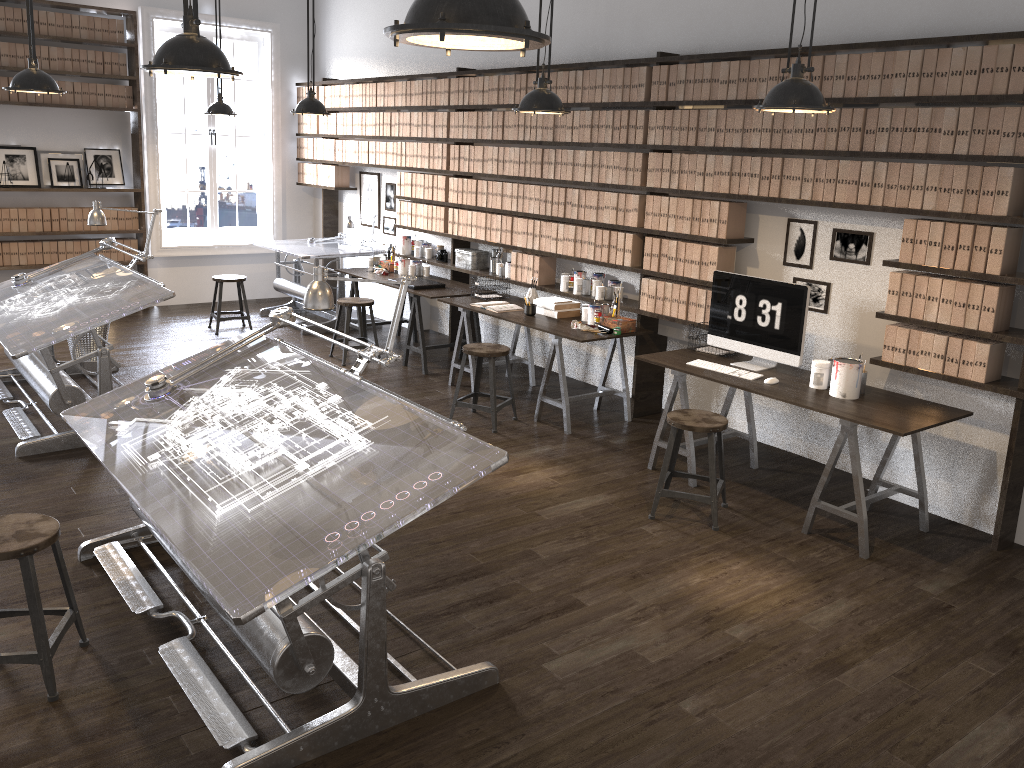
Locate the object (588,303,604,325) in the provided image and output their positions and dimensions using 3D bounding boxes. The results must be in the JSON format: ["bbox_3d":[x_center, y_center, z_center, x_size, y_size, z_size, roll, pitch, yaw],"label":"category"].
[{"bbox_3d":[0.578,-0.480,6.122,0.104,0.140,0.106,-5,15,-30],"label":"object"}]

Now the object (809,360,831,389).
[{"bbox_3d":[1.625,-0.049,4.674,0.094,0.143,0.095,0,13,-12],"label":"object"}]

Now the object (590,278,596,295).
[{"bbox_3d":[0.593,-0.717,6.542,0.045,0.126,0.045,-2,13,-20],"label":"object"}]

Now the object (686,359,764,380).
[{"bbox_3d":[1.188,-0.081,4.963,0.119,0.017,0.442,-11,20,-41],"label":"object"}]

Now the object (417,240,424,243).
[{"bbox_3d":[-0.877,-1.314,8.502,0.072,0.127,0.072,5,13,9],"label":"object"}]

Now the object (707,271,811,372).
[{"bbox_3d":[1.409,-0.351,5.051,0.205,0.512,0.648,-7,17,-37],"label":"object"}]

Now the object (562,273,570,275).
[{"bbox_3d":[0.408,-0.787,6.778,0.062,0.118,0.062,3,13,3],"label":"object"}]

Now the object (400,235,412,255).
[{"bbox_3d":[-1.014,-1.326,8.456,0.108,0.175,0.107,-7,16,-35],"label":"object"}]

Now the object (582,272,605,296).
[{"bbox_3d":[0.597,-0.737,6.557,0.206,0.160,0.095,-8,16,-36],"label":"object"}]

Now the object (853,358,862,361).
[{"bbox_3d":[1.823,-0.058,4.743,0.094,0.143,0.095,-2,14,-21],"label":"object"}]

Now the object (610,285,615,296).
[{"bbox_3d":[0.722,-0.661,6.394,0.044,0.101,0.045,14,17,42],"label":"object"}]

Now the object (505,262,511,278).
[{"bbox_3d":[-0.006,-0.931,7.243,0.094,0.127,0.096,-5,15,-30],"label":"object"}]

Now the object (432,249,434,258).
[{"bbox_3d":[-0.762,-1.224,8.309,0.054,0.079,0.055,0,13,-11],"label":"object"}]

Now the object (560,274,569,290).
[{"bbox_3d":[0.398,-0.770,6.713,0.063,0.117,0.063,3,13,3],"label":"object"}]

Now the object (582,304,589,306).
[{"bbox_3d":[0.532,-0.524,6.352,0.062,0.093,0.062,3,13,3],"label":"object"}]

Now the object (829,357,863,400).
[{"bbox_3d":[1.706,-0.025,4.522,0.144,0.194,0.146,8,14,23],"label":"object"}]

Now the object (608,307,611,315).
[{"bbox_3d":[0.657,-0.465,6.046,0.005,0.129,0.040,-7,16,-39],"label":"object"}]

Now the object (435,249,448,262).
[{"bbox_3d":[-0.651,-1.168,8.045,0.091,0.107,0.172,-8,17,-37],"label":"object"}]

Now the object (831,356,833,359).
[{"bbox_3d":[1.695,-0.086,4.837,0.097,0.141,0.092,10,15,30],"label":"object"}]

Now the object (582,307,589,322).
[{"bbox_3d":[0.521,-0.489,6.218,0.062,0.093,0.062,5,13,11],"label":"object"}]

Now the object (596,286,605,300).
[{"bbox_3d":[0.631,-0.651,6.341,0.062,0.094,0.062,1,13,-6],"label":"object"}]

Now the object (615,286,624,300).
[{"bbox_3d":[0.768,-0.648,6.353,0.062,0.094,0.062,1,13,-6],"label":"object"}]

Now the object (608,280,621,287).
[{"bbox_3d":[0.743,-0.690,6.457,0.094,0.128,0.095,13,17,38],"label":"object"}]

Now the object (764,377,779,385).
[{"bbox_3d":[1.389,-0.018,4.730,0.106,0.028,0.059,-10,19,-40],"label":"object"}]

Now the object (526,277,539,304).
[{"bbox_3d":[0.157,-0.715,6.806,0.101,0.207,0.102,4,13,7],"label":"object"}]

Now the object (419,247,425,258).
[{"bbox_3d":[-0.831,-1.224,8.258,0.063,0.092,0.063,12,16,36],"label":"object"}]

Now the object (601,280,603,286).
[{"bbox_3d":[0.653,-0.686,6.398,0.030,0.134,0.004,-9,16,-42],"label":"object"}]

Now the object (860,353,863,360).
[{"bbox_3d":[1.818,-0.062,4.640,0.007,0.202,0.045,10,14,31],"label":"object"}]

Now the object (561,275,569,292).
[{"bbox_3d":[0.397,-0.752,6.644,0.062,0.118,0.062,5,13,11],"label":"object"}]

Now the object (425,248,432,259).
[{"bbox_3d":[-0.775,-1.212,8.222,0.062,0.093,0.062,12,16,36],"label":"object"}]

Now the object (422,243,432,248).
[{"bbox_3d":[-0.804,-1.268,8.377,0.094,0.127,0.096,1,13,-8],"label":"object"}]

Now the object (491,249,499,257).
[{"bbox_3d":[-0.141,-1.060,7.597,0.079,0.186,0.079,10,15,30],"label":"object"}]

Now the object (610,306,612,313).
[{"bbox_3d":[0.667,-0.463,6.042,0.005,0.146,0.033,-7,16,-38],"label":"object"}]

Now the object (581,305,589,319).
[{"bbox_3d":[0.523,-0.507,6.287,0.063,0.092,0.063,3,13,3],"label":"object"}]

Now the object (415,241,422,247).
[{"bbox_3d":[-0.893,-1.295,8.425,0.070,0.129,0.071,3,13,0],"label":"object"}]

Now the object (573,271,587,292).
[{"bbox_3d":[0.510,-0.765,6.649,0.094,0.160,0.095,-9,17,-41],"label":"object"}]

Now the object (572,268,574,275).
[{"bbox_3d":[0.468,-0.800,6.738,0.009,0.167,0.041,-6,15,-34],"label":"object"}]

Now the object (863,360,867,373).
[{"bbox_3d":[1.831,-0.044,4.620,0.007,0.156,0.054,11,15,34],"label":"object"}]

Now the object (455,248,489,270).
[{"bbox_3d":[-0.353,-1.092,7.727,0.193,0.151,0.319,-8,18,-37],"label":"object"}]

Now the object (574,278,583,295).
[{"bbox_3d":[0.488,-0.719,6.535,0.062,0.118,0.062,7,14,20],"label":"object"}]

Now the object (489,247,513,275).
[{"bbox_3d":[-0.114,-1.063,7.431,0.182,0.269,0.157,12,16,35],"label":"object"}]

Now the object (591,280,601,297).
[{"bbox_3d":[0.615,-0.700,6.485,0.062,0.118,0.062,7,14,20],"label":"object"}]

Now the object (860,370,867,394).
[{"bbox_3d":[1.802,-0.010,4.617,0.082,0.121,0.084,9,15,26],"label":"object"}]

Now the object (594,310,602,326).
[{"bbox_3d":[0.587,-0.447,6.050,0.049,0.110,0.050,-6,15,-34],"label":"object"}]

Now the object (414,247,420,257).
[{"bbox_3d":[-0.884,-1.238,8.302,0.062,0.093,0.062,12,16,36],"label":"object"}]

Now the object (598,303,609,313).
[{"bbox_3d":[0.634,-0.499,6.224,0.094,0.127,0.095,-9,17,-41],"label":"object"}]

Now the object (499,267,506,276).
[{"bbox_3d":[-0.019,-0.936,7.325,0.181,0.092,0.062,-4,15,-24],"label":"object"}]

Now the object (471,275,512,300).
[{"bbox_3d":[-0.168,-0.763,7.021,0.285,0.159,0.205,-8,18,-37],"label":"object"}]

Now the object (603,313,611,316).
[{"bbox_3d":[0.653,-0.437,6.071,0.059,0.088,0.060,-6,16,-33],"label":"object"}]

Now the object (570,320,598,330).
[{"bbox_3d":[0.478,-0.393,5.952,0.197,0.050,0.133,9,16,22],"label":"object"}]

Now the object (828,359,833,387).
[{"bbox_3d":[1.724,-0.055,4.716,0.096,0.141,0.098,-2,14,-21],"label":"object"}]

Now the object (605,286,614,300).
[{"bbox_3d":[0.698,-0.648,6.343,0.062,0.093,0.064,1,13,-6],"label":"object"}]

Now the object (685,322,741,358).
[{"bbox_3d":[1.231,-0.270,5.400,0.286,0.159,0.204,16,19,42],"label":"object"}]

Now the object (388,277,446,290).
[{"bbox_3d":[-0.810,-0.854,7.502,0.313,0.033,0.449,-9,19,-37],"label":"object"}]

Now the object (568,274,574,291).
[{"bbox_3d":[0.446,-0.760,6.682,0.044,0.126,0.045,-7,16,-37],"label":"object"}]

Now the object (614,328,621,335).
[{"bbox_3d":[0.693,-0.345,5.817,0.049,0.037,0.049,-7,17,-34],"label":"object"}]

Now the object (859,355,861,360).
[{"bbox_3d":[1.805,-0.062,4.633,0.007,0.178,0.055,10,15,32],"label":"object"}]
